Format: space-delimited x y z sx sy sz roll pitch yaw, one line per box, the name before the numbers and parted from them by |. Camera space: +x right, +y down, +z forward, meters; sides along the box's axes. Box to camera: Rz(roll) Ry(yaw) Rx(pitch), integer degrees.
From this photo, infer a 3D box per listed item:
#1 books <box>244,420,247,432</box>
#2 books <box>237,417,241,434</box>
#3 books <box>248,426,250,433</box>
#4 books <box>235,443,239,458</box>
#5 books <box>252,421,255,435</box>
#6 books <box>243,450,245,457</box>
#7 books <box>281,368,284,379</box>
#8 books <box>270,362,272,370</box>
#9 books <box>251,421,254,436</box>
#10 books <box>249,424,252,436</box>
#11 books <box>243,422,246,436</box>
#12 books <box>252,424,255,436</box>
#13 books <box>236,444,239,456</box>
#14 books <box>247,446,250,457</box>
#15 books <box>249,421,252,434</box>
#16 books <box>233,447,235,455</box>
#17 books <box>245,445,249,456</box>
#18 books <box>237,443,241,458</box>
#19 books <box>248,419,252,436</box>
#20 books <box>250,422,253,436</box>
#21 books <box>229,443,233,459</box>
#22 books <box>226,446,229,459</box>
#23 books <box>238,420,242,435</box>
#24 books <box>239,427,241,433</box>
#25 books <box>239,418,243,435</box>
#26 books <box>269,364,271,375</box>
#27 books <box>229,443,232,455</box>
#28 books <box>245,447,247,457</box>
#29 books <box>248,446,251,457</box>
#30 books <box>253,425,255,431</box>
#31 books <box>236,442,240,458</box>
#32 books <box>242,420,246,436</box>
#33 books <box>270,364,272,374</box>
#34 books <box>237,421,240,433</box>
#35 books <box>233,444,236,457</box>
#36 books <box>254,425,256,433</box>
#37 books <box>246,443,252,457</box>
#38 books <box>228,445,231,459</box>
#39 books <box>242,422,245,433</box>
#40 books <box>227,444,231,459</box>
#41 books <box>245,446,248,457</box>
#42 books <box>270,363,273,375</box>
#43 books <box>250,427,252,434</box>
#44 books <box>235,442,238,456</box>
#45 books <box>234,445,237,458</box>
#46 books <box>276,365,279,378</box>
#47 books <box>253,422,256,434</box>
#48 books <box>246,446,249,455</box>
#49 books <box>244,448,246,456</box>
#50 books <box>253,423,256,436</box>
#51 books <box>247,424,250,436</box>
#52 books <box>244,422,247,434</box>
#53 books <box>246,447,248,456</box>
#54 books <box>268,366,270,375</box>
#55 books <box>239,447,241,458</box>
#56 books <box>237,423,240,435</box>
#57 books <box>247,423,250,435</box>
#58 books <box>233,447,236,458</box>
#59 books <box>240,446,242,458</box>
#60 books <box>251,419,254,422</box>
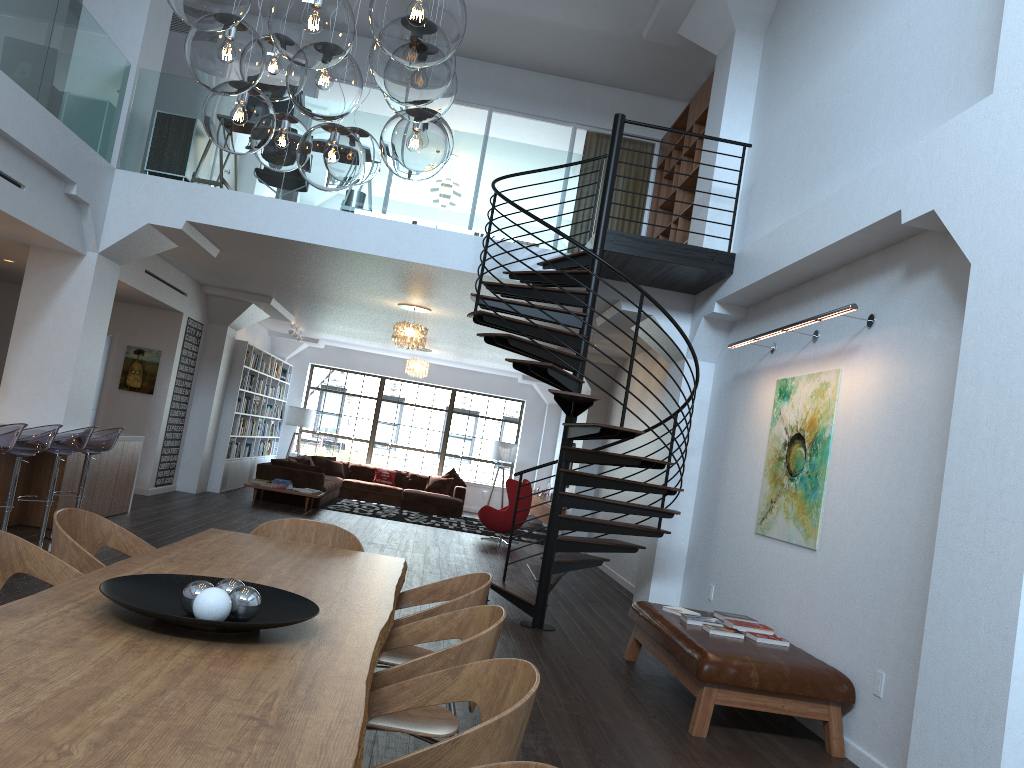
books | -4.599 0.732 14.980 0.183 0.253 0.034 10 -5 -4
books | -4.535 0.681 14.492 0.140 0.298 0.044 10 -5 -4
books | -4.617 0.770 15.306 0.161 0.223 0.026 10 -5 -5
books | -4.639 1.091 14.692 0.171 0.246 0.039 10 -5 -4
books | -4.655 0.774 15.665 0.180 0.259 0.060 10 -5 -5
books | -4.703 1.164 15.352 0.134 0.184 0.030 10 -5 -4
books | -4.640 -0.210 17.569 0.183 0.253 0.042 10 -5 -4
books | -4.527 -0.288 16.327 0.160 0.251 0.031 10 -5 -4
books | -4.641 0.773 15.583 0.183 0.253 0.034 10 -5 -5
books | -4.629 0.762 15.422 0.183 0.253 0.034 10 -5 -5
books | -4.592 0.730 14.947 0.183 0.253 0.034 10 -5 -4
books | -4.656 0.782 15.707 0.160 0.250 0.026 10 -5 -5
books | -4.644 1.091 14.731 0.160 0.251 0.039 10 -5 -4
books | -4.718 1.178 15.669 0.146 0.202 0.027 10 -5 -4
books | -4.630 0.760 15.389 0.183 0.253 0.034 10 -5 -5
books | -4.615 1.088 14.464 0.161 0.223 0.032 10 -5 -4
books | -4.724 1.175 15.642 0.146 0.202 0.027 10 -5 -4
books | -4.652 1.098 14.857 0.183 0.253 0.042 10 -5 -4
books | -4.624 0.738 15.347 0.176 0.290 0.053 10 -5 -5
books | -4.650 0.775 15.542 0.174 0.240 0.045 10 -5 -5
books | -4.603 1.060 14.262 0.180 0.251 0.048 10 -5 -4
books | -4.576 1.060 14.025 0.161 0.223 0.032 10 -5 -4
books | -4.569 0.712 14.624 0.171 0.246 0.057 10 -5 -4
books | -4.575 0.726 14.665 0.161 0.223 0.027 10 -5 -4
books | -4.575 0.695 14.708 0.176 0.290 0.053 10 -5 -4
books | -4.513 -0.269 16.246 0.161 0.207 0.130 10 -5 -5
books | -4.597 1.054 14.180 0.183 0.253 0.042 10 -5 -4
books | -4.698 1.186 15.504 0.107 0.167 0.017 10 -5 -4
books | -4.729 1.182 15.751 0.146 0.202 0.027 10 -5 -4
books | -4.662 0.797 15.731 0.161 0.223 0.027 10 -5 -5
books | -4.650 1.089 14.771 0.180 0.259 0.042 10 -5 -4
books | -4.593 0.728 14.914 0.183 0.253 0.034 10 -5 -4
books | -4.523 -0.271 16.357 0.161 0.223 0.032 10 -5 -4
books | -4.552 0.700 14.438 0.189 0.247 0.057 10 -5 -4
books | -4.628 1.085 14.507 0.176 0.231 0.053 10 -5 -4
books | -4.668 0.804 15.835 0.161 0.223 0.026 10 -5 -5
books | -4.738 1.173 15.836 0.140 0.231 0.042 10 -5 -4
books | -4.582 1.069 14.143 0.161 0.223 0.032 10 -5 -4
books | -4.595 0.736 14.878 0.168 0.231 0.037 10 -5 -4
books | -4.578 1.055 14.069 0.174 0.240 0.054 10 -5 -4
books | -4.713 1.184 15.580 0.128 0.178 0.021 10 -5 -4
books | -4.530 -0.283 16.393 0.160 0.251 0.039 10 -5 -4
books | -4.640 0.783 15.507 0.161 0.223 0.027 10 -5 -5
books | -4.635 1.081 14.619 0.183 0.253 0.042 10 -5 -4
books | -4.626 1.105 14.581 0.161 0.223 0.030 10 -5 -5
books | -4.584 -0.244 17.013 0.183 0.253 0.034 10 -5 -4
books | -4.670 0.782 15.761 0.183 0.253 0.034 10 -5 -5
books | -4.717 1.179 15.610 0.139 0.191 0.036 10 -5 -4
books | -4.695 1.186 15.415 0.110 0.153 0.019 10 -5 -4
books | -4.675 0.792 15.800 0.174 0.240 0.045 10 -5 -5
books | -4.615 0.755 15.282 0.160 0.250 0.026 10 -5 -5
books | -4.604 0.738 15.053 0.160 0.250 0.026 10 -5 -4
books | -4.711 1.185 15.553 0.126 0.173 0.032 10 -5 -4
books | -4.514 -0.288 16.192 0.174 0.236 0.136 10 -5 -5
books | -4.662 1.113 14.946 0.174 0.236 0.142 10 -5 -5
books | -4.552 0.728 14.533 0.144 0.207 0.048 10 -5 -4
books | -4.623 0.733 15.236 0.198 0.284 0.066 10 -5 -5
books | -4.626 1.093 14.550 0.161 0.223 0.033 10 -5 -4
books | -4.662 1.132 15.002 0.161 0.207 0.135 10 -5 -5
books | -4.650 0.756 15.618 0.176 0.290 0.036 10 -5 -5
